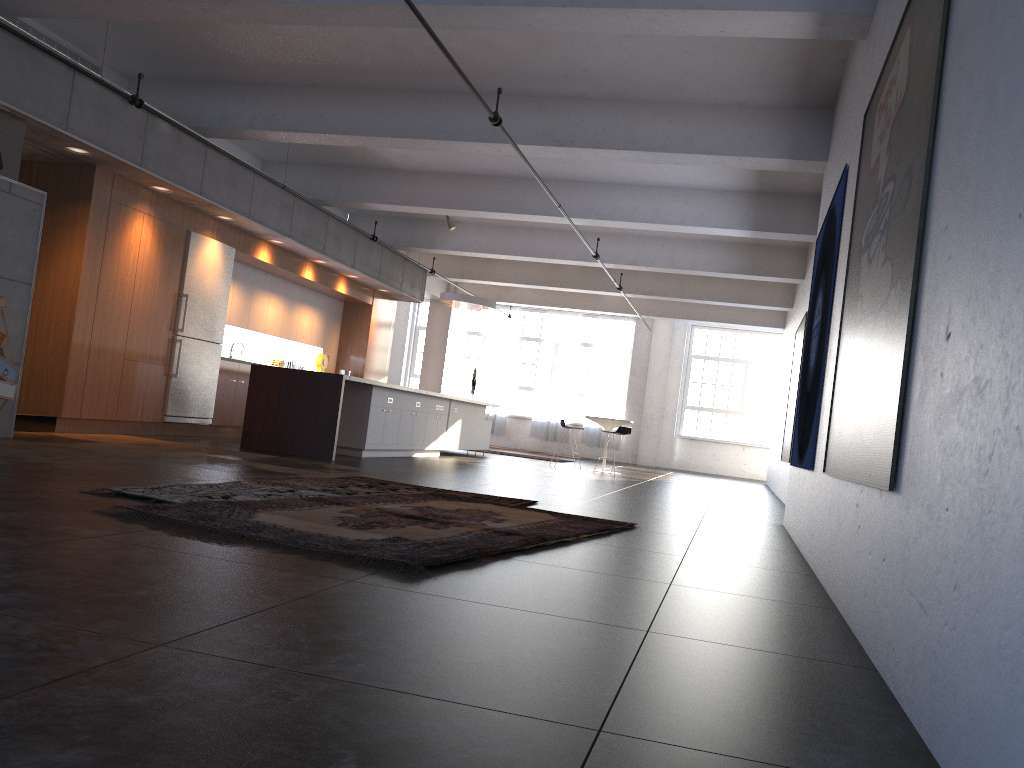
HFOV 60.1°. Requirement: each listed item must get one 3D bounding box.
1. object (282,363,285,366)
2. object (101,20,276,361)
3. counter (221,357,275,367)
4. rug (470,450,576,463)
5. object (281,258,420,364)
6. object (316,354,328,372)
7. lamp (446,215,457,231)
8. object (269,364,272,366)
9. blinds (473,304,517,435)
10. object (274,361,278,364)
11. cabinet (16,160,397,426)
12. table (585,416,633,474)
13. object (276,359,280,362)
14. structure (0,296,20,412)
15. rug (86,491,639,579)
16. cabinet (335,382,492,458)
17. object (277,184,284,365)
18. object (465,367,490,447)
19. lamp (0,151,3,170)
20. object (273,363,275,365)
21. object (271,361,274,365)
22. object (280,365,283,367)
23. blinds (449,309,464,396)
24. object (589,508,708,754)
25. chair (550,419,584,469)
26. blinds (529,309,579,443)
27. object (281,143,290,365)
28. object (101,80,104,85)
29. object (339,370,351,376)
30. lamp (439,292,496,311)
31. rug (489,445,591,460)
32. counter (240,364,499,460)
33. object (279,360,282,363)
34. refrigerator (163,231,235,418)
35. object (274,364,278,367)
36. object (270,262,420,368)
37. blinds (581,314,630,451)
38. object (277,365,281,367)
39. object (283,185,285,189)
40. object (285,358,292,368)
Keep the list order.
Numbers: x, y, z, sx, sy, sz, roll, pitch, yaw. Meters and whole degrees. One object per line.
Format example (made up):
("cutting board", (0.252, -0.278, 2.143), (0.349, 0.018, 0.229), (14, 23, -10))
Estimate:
("object", (-6.163, -1.952, 8.424), (0.061, 2.209, 12.034), (6, -3, 28))
("object", (-3.650, -0.369, 13.573), (0.052, 0.059, 0.058), (9, -3, -42))
("counter", (-3.970, -0.257, 13.693), (1.591, 0.039, 4.507), (6, -3, 14))
("rug", (-0.194, 1.450, 18.613), (2.857, 0.029, 1.873), (6, -3, 13))
("object", (-3.540, -0.346, 13.652), (0.056, 0.060, 0.054), (6, -3, 36))
("object", (-3.197, -0.313, 14.899), (0.098, 0.381, 0.277), (7, -2, 14))
("lamp", (-1.001, -2.644, 14.437), (0.222, 0.286, 0.131), (7, -2, -4))
("object", (-6.622, -0.368, 7.803), (0.054, 1.095, 12.974), (6, -3, 27))
("blinds", (-0.429, -0.499, 23.652), (1.023, 3.673, 0.364), (7, -2, 12))
("object", (-3.664, -1.541, 10.837), (0.056, 2.189, 5.652), (7, -2, 4))
("cabinet", (-4.468, -0.767, 13.056), (2.356, 2.561, 8.190), (7, -2, 14))
("table", (1.672, 1.091, 15.724), (0.820, 0.951, 0.837), (7, -2, 13))
("object", (-4.180, -1.714, 8.773), (0.058, 2.163, 9.966), (7, -2, 9))
("structure", (-4.147, -0.252, 5.834), (0.632, 1.314, 1.933), (7, -2, 14))
("rug", (-0.514, 0.806, 5.286), (1.847, 0.048, 3.580), (6, -3, 23))
("cabinet", (-1.507, 0.636, 13.807), (0.913, 0.929, 5.707), (7, -3, 14))
("object", (-3.232, -1.416, 12.439), (0.054, 2.227, 2.394), (7, -2, -10))
("object", (-1.120, 0.527, 21.666), (1.169, 1.918, 1.066), (7, -2, 13))
("lamp", (-4.241, -1.833, 7.185), (0.213, 0.258, 0.170), (7, -2, -5))
("object", (-3.657, -0.306, 13.638), (0.052, 0.053, 0.061), (8, -3, -33))
("object", (-3.674, -0.322, 13.579), (0.053, 0.053, 0.061), (7, -2, 5))
("object", (-3.566, -0.261, 13.682), (0.061, 0.057, 0.050), (9, -3, -40))
("blinds", (-1.867, -0.663, 23.994), (1.016, 3.711, 0.317), (7, -2, 11))
("object", (-3.402, 0.854, 10.435), (19.551, 0.001, 27.485), (6, -3, 14))
("chair", (0.981, 1.087, 15.537), (0.509, 0.895, 0.460), (7, -2, -10))
("blinds", (1.206, -0.324, 23.290), (1.028, 3.695, 0.341), (7, -2, 9))
("object", (-3.578, -0.314, 13.635), (0.065, 0.053, 0.050), (9, -3, -39))
("object", (-3.576, -0.353, 13.689), (0.062, 0.051, 0.053), (7, -2, 6))
("object", (-2.925, -0.152, 15.489), (0.194, 0.170, 0.187), (8, -2, -28))
("lamp", (-0.903, -1.482, 15.990), (1.028, 0.130, 1.058), (9, -3, -30))
("rug", (0.417, 1.700, 22.292), (3.101, 0.009, 1.833), (6, -3, 12))
("counter", (-1.664, 0.560, 13.212), (1.130, 0.970, 6.725), (7, -3, 14))
("object", (-3.784, -1.584, 10.235), (0.053, 2.168, 6.901), (7, -2, 6))
("refrigerator", (-3.871, -0.692, 10.879), (0.218, 2.190, 0.964), (7, -2, 12))
("object", (-3.617, -0.287, 13.561), (0.052, 0.053, 0.062), (7, -2, -4))
("object", (-6.738, -0.443, 7.782), (0.933, 1.214, 13.412), (6, -3, 25))
("blinds", (2.525, -0.180, 23.011), (1.021, 3.749, 0.345), (7, -2, 10))
("object", (-2.653, -1.229, 14.822), (0.056, 2.308, 2.978), (6, -2, 33))
("object", (-3.602, -0.311, 13.685), (0.051, 0.053, 0.063), (6, -2, 20))
("object", (-3.615, -0.310, 14.335), (0.059, 0.209, 0.146), (7, -2, 14))
